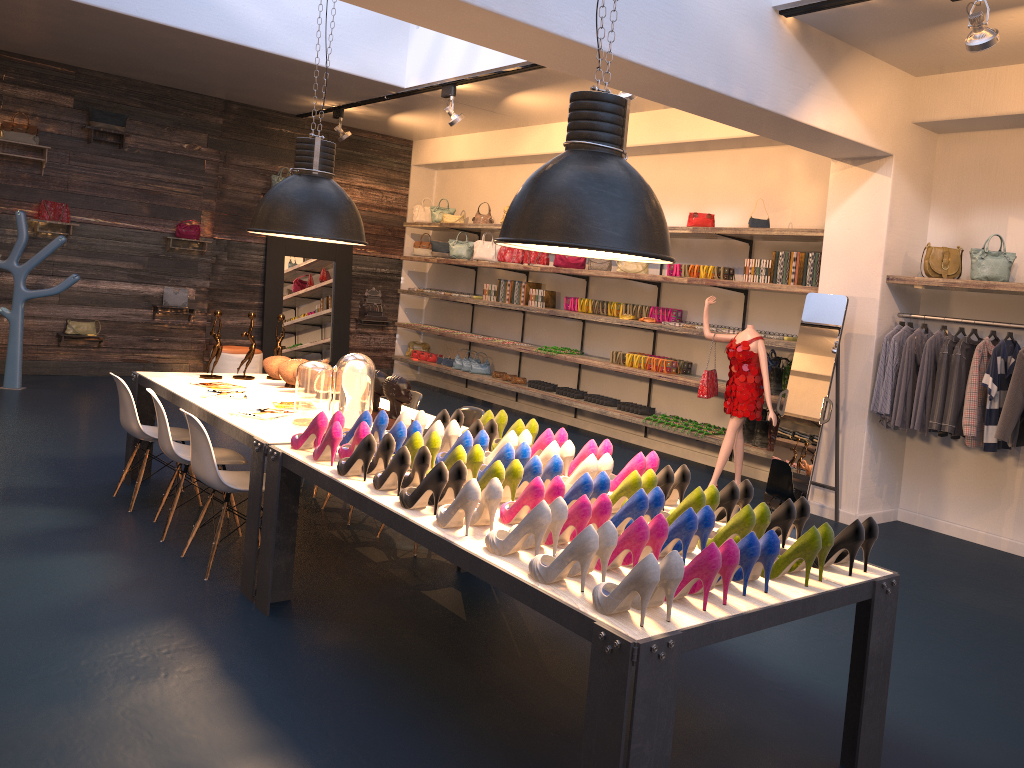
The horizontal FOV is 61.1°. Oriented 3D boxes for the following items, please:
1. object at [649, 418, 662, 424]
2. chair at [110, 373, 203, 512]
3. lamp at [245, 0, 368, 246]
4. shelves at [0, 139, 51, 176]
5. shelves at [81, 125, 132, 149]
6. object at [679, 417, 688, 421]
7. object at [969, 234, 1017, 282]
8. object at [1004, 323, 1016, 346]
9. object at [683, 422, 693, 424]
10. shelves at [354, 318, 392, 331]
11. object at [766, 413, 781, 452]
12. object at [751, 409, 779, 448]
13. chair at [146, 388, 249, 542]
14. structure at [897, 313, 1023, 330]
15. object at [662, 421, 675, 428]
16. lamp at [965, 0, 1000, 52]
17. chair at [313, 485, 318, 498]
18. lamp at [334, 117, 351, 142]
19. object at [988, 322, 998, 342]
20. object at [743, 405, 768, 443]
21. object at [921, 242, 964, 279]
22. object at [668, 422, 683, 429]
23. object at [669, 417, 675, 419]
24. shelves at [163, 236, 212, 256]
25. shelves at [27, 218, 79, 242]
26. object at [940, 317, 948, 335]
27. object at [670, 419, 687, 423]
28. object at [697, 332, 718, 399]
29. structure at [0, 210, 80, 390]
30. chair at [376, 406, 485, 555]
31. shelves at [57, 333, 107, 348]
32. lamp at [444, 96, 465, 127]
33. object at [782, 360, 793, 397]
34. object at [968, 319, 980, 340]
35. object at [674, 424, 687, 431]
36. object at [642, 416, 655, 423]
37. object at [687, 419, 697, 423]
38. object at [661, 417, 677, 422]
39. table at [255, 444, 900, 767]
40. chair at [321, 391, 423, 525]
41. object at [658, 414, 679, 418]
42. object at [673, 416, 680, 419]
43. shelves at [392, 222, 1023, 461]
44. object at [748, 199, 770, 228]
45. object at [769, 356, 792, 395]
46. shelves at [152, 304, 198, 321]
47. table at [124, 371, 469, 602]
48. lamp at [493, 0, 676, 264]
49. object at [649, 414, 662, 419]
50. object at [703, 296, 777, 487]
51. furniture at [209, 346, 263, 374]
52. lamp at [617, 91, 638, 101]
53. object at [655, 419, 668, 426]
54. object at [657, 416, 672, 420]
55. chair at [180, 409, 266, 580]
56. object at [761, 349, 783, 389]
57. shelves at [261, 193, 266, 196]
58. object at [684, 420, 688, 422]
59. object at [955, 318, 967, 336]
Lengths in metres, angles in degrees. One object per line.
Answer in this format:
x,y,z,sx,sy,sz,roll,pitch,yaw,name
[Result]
1.431,0.366,8.609,0.254,0.058,0.077,0,7,-43,object
-2.214,0.338,5.404,0.589,0.799,0.430,3,4,-40,chair
-1.171,-1.702,5.278,0.709,1.642,0.693,6,2,-2,lamp
-5.376,-2.461,9.428,0.604,0.316,0.226,1,5,-39,shelves
-4.662,-2.826,9.976,0.489,0.178,0.227,1,7,-39,shelves
1.695,0.360,8.663,0.080,0.073,0.252,8,6,30,object
3.540,-0.924,6.396,0.373,0.366,0.174,6,3,-4,object
3.512,-0.325,6.128,0.467,0.219,0.009,1,4,-39,object
1.714,0.406,8.518,0.254,0.058,0.077,0,7,-43,object
-1.984,-0.839,12.375,0.489,0.156,0.226,1,7,-39,shelves
2.367,0.411,7.631,0.371,0.355,0.150,2,4,-39,object
2.283,0.392,7.794,0.405,0.338,0.201,3,4,-32,object
-1.800,0.435,4.942,0.585,0.799,0.433,4,3,-31,chair
5.444,0.079,3.625,0.042,0.038,8.050,3,7,-38,structure
1.533,0.392,8.477,0.254,0.058,0.077,0,7,-43,object
2.509,-1.925,4.679,0.249,0.327,0.175,5,3,-11,lamp
-1.216,0.353,6.192,0.588,0.799,0.430,3,4,-37,chair
-2.078,-3.091,10.617,0.239,0.327,0.183,6,3,4,lamp
3.442,-0.342,6.216,0.467,0.219,0.009,1,4,-39,object
2.200,0.342,7.929,0.402,0.389,0.167,4,3,-26,object
3.296,-0.926,6.617,0.330,0.283,0.197,5,3,-11,object
1.573,0.404,8.402,0.254,0.058,0.077,0,7,-43,object
1.573,0.367,8.725,0.254,0.058,0.077,0,7,-43,object
-3.991,-1.689,10.667,0.535,0.184,0.186,1,6,-39,shelves
-5.133,-1.713,9.704,0.489,0.210,0.226,1,6,-39,shelves
3.221,-0.395,6.480,0.467,0.219,0.009,1,4,-39,object
1.629,0.372,8.495,0.255,0.067,0.078,2,6,-33,object
1.664,-0.163,7.249,0.085,0.551,0.340,7,3,29,object
-4.959,-0.849,8.814,1.005,1.803,0.166,5,2,-15,structure
-0.463,0.544,5.220,0.589,0.799,0.430,2,4,-45,chair
-4.947,-0.491,9.983,0.489,0.156,0.226,1,7,-39,shelves
-0.584,-2.711,8.686,0.239,0.327,0.183,6,3,4,lamp
2.460,-0.056,7.533,0.371,0.355,0.150,2,4,-39,object
3.354,-0.360,6.306,0.467,0.219,0.009,1,4,-39,object
1.621,0.415,8.350,0.254,0.058,0.077,0,7,-43,object
1.372,0.352,8.672,0.254,0.058,0.077,0,7,-43,object
1.772,0.373,8.612,0.079,0.067,0.253,9,7,31,object
1.553,0.357,8.547,0.254,0.064,0.079,2,6,-33,object
0.077,0.831,3.474,1.338,0.737,2.345,2,7,-38,table
-0.897,0.447,5.667,0.589,0.799,0.430,3,4,-40,chair
1.579,0.330,8.814,0.241,0.053,0.083,5,5,-9,object
1.669,0.349,8.743,0.077,0.074,0.254,9,7,38,object
-0.154,-0.070,3.851,9.360,2.217,15.555,1,8,-38,shelves
2.239,-1.532,7.837,0.206,0.279,0.057,5,2,-10,object
2.376,-0.075,7.697,0.405,0.338,0.201,3,4,-32,object
-4.129,-0.859,10.616,0.489,0.183,0.226,1,7,-39,shelves
-1.353,0.468,5.324,1.338,0.737,2.345,2,7,-38,table
0.355,-1.315,3.308,0.645,1.642,0.757,8,3,43,lamp
1.451,0.332,8.678,0.255,0.063,0.077,2,6,-35,object
1.874,0.132,7.144,0.700,1.660,0.368,7,2,28,object
-3.346,-0.209,10.535,0.626,0.478,0.536,2,6,-36,furniture
0.910,-2.332,6.753,0.178,0.327,0.245,6,3,8,lamp
1.471,0.379,8.534,0.254,0.058,0.077,0,7,-43,object
1.527,0.346,8.628,0.254,0.068,0.077,2,6,-33,object
-1.427,0.530,4.457,0.589,0.799,0.430,3,4,-40,chair
2.294,-0.125,7.832,0.402,0.389,0.167,4,3,-26,object
-3.014,-2.382,11.368,0.489,0.177,0.226,1,7,-39,shelves
1.675,0.393,8.594,0.254,0.058,0.077,0,7,-43,object
3.299,-0.374,6.377,0.467,0.219,0.009,1,4,-39,object
